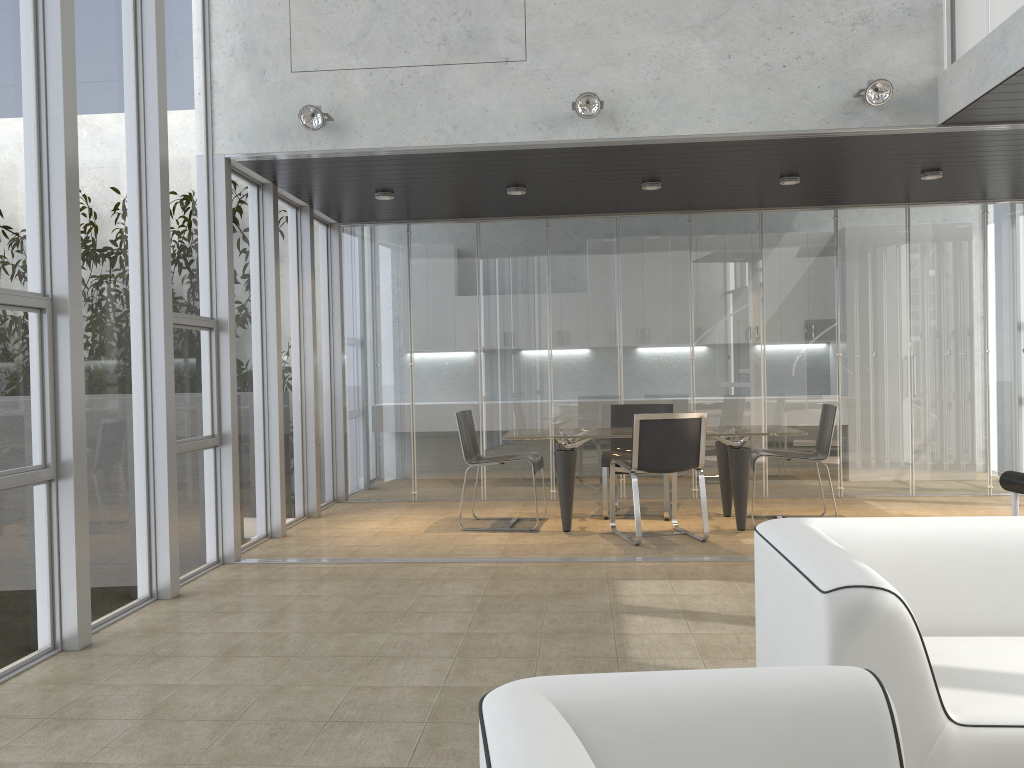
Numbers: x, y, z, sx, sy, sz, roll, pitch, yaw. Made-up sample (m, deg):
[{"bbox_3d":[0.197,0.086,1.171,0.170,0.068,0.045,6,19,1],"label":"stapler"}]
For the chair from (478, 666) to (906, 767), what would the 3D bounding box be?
[{"bbox_3d":[0.331,0.811,1.174,0.720,0.635,0.829,-1,1,-5],"label":"chair"}]

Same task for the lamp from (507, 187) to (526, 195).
[{"bbox_3d":[0.036,-1.545,7.099,0.149,0.038,0.149,-1,1,20],"label":"lamp"}]

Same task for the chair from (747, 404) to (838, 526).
[{"bbox_3d":[2.187,0.628,6.953,0.660,0.922,0.546,-1,1,10],"label":"chair"}]

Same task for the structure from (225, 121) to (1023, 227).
[{"bbox_3d":[-0.210,-2.118,3.236,9.817,6.605,10.665,-1,1,3],"label":"structure"}]

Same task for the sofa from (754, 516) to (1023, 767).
[{"bbox_3d":[2.088,0.754,2.514,2.601,0.638,0.971,-1,1,5],"label":"sofa"}]

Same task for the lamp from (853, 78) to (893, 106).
[{"bbox_3d":[2.197,-1.751,5.375,0.197,0.154,0.254,-1,1,5],"label":"lamp"}]

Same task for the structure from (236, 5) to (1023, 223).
[{"bbox_3d":[1.516,0.668,5.841,6.700,6.900,4.916,-1,1,5],"label":"structure"}]

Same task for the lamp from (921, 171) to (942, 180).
[{"bbox_3d":[3.238,-1.610,6.846,0.149,0.038,0.149,-1,1,20],"label":"lamp"}]

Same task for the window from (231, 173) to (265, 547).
[{"bbox_3d":[-1.941,-0.165,6.368,0.010,2.645,0.741,-1,1,5],"label":"window"}]

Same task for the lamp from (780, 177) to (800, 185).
[{"bbox_3d":[2.171,-1.589,6.930,0.149,0.038,0.149,-1,1,20],"label":"lamp"}]

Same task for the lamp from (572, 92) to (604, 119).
[{"bbox_3d":[0.471,-1.716,5.512,0.197,0.154,0.254,-1,1,5],"label":"lamp"}]

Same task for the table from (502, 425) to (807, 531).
[{"bbox_3d":[1.092,0.737,7.053,2.250,0.733,0.900,-1,1,5],"label":"table"}]

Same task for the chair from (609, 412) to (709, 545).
[{"bbox_3d":[1.061,0.659,6.474,0.546,0.922,0.660,-1,1,-10],"label":"chair"}]

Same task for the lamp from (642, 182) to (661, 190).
[{"bbox_3d":[1.103,-1.567,7.015,0.149,0.038,0.149,-1,1,20],"label":"lamp"}]

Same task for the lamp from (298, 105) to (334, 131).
[{"bbox_3d":[-1.256,-1.681,5.635,0.197,0.154,0.228,-1,1,5],"label":"lamp"}]

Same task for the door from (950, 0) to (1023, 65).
[{"bbox_3d":[3.085,-2.961,5.469,0.800,2.100,0.100,-1,1,5],"label":"door"}]

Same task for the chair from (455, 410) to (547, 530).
[{"bbox_3d":[-0.088,0.674,7.138,0.660,0.922,0.546,-1,1,10],"label":"chair"}]

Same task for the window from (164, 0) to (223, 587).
[{"bbox_3d":[-2.030,-1.651,5.436,0.050,5.700,0.800,-1,1,5],"label":"window"}]

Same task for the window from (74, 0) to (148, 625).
[{"bbox_3d":[-2.116,-1.637,4.526,0.010,5.650,0.741,-1,1,5],"label":"window"}]

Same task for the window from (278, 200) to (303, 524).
[{"bbox_3d":[-1.869,-0.179,7.279,0.010,2.645,0.741,-1,1,5],"label":"window"}]

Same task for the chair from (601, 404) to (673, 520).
[{"bbox_3d":[1.076,0.644,7.513,0.546,0.922,0.660,-1,1,15],"label":"chair"}]

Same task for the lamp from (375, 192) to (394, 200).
[{"bbox_3d":[-1.032,-1.524,7.183,0.149,0.038,0.149,-1,1,20],"label":"lamp"}]

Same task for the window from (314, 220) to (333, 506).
[{"bbox_3d":[-1.797,-0.193,8.190,0.010,2.645,0.741,-1,1,5],"label":"window"}]

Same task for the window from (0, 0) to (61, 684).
[{"bbox_3d":[-2.173,-1.623,3.614,0.050,5.700,0.800,-1,1,5],"label":"window"}]
